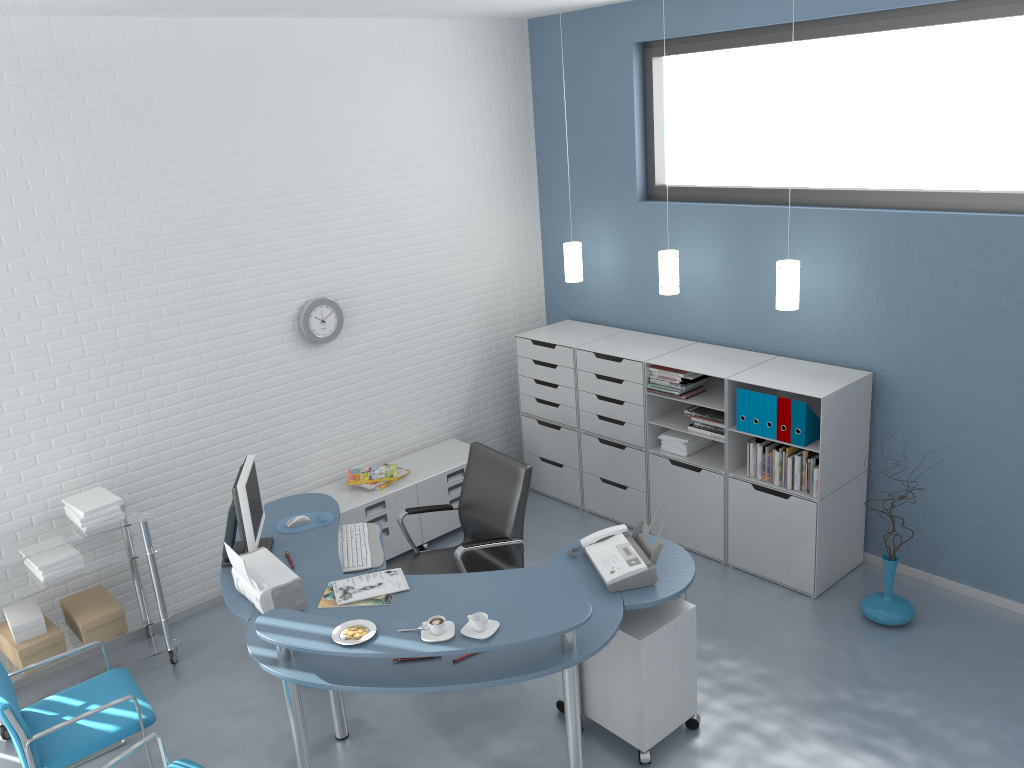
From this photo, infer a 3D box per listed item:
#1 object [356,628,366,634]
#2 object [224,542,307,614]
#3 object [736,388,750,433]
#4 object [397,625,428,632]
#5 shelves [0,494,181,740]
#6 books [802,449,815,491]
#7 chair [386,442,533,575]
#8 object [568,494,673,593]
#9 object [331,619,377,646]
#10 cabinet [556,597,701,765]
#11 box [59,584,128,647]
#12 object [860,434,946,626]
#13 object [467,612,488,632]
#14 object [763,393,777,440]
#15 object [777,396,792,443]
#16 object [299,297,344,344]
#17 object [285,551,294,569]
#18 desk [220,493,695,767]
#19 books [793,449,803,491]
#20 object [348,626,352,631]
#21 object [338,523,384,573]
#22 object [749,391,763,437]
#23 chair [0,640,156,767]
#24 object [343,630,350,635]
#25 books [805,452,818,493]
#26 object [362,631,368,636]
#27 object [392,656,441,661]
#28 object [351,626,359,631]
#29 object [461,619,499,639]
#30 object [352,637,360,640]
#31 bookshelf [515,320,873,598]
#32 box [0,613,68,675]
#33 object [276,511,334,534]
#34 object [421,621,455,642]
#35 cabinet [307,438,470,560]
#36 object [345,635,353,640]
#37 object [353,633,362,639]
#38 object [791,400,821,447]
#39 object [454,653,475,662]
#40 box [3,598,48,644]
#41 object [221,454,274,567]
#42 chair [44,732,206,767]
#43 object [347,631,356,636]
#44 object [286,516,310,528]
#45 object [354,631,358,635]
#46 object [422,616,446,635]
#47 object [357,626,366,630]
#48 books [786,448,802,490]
[{"bbox_3d":[-0.538,0.880,3.161,0.027,0.005,0.025,10,22,38],"label":"object"},{"bbox_3d":[-1.036,0.775,3.663,0.197,0.273,0.392,-17,21,-34],"label":"object"},{"bbox_3d":[1.327,0.123,4.896,0.181,0.247,0.082,-19,23,-39],"label":"object"},{"bbox_3d":[-0.352,0.868,3.151,0.119,0.021,0.025,-3,18,6],"label":"object"},{"bbox_3d":[-2.210,1.130,4.395,0.896,0.848,0.441,-19,22,-38],"label":"shelves"},{"bbox_3d":[1.595,0.443,4.732,0.138,0.229,0.032,-19,23,-39],"label":"books"},{"bbox_3d":[-0.266,0.881,4.545,0.652,0.948,0.584,-16,21,-34],"label":"chair"},{"bbox_3d":[0.465,0.635,3.734,0.399,0.280,0.405,-8,18,-10],"label":"object"},{"bbox_3d":[-0.561,0.887,3.155,0.162,0.011,0.162,-4,17,1],"label":"object"},{"bbox_3d":[0.497,1.212,3.888,0.383,0.605,0.559,-18,22,-37],"label":"cabinet"},{"bbox_3d":[-2.107,1.165,4.467,0.207,0.133,0.347,-19,22,-38],"label":"box"},{"bbox_3d":[1.926,0.748,4.400,0.357,0.972,0.312,3,19,23],"label":"object"},{"bbox_3d":[-0.116,0.838,3.122,0.062,0.049,0.078,-10,18,-19],"label":"object"},{"bbox_3d":[1.439,0.152,4.776,0.181,0.247,0.082,-19,23,-39],"label":"object"},{"bbox_3d":[1.495,0.167,4.716,0.181,0.247,0.082,-19,23,-39],"label":"object"},{"bbox_3d":[-1.141,-0.381,5.322,0.279,0.277,0.041,-19,23,-39],"label":"object"},{"bbox_3d":[-1.005,0.798,4.015,0.013,0.013,0.178,-12,19,-22],"label":"object"},{"bbox_3d":[-0.430,1.138,3.849,2.282,0.900,1.402,3,19,23],"label":"desk"},{"bbox_3d":[1.565,0.451,4.756,0.157,0.203,0.040,-19,23,-39],"label":"books"},{"bbox_3d":[-0.575,0.879,3.188,0.027,0.005,0.025,1,18,16],"label":"object"},{"bbox_3d":[-0.759,0.774,4.238,0.276,0.028,0.478,-7,18,-9],"label":"object"},{"bbox_3d":[1.383,0.137,4.836,0.181,0.247,0.082,-19,23,-39],"label":"object"},{"bbox_3d":[-1.798,1.407,3.651,0.543,0.707,0.542,-17,21,-34],"label":"chair"},{"bbox_3d":[-0.589,0.887,3.165,0.027,0.005,0.025,-4,17,1],"label":"object"},{"bbox_3d":[1.608,0.464,4.711,0.157,0.198,0.022,-19,23,-39],"label":"books"},{"bbox_3d":[-0.526,0.885,3.155,0.025,0.005,0.027,9,22,36],"label":"object"},{"bbox_3d":[-0.346,0.996,3.228,0.178,0.013,0.013,-5,17,-2],"label":"object"},{"bbox_3d":[-0.563,0.876,3.180,0.025,0.005,0.027,-3,17,5],"label":"object"},{"bbox_3d":[-0.112,0.863,3.123,0.119,0.016,0.119,5,20,26],"label":"object"},{"bbox_3d":[-0.549,0.894,3.132,0.025,0.005,0.027,2,19,20],"label":"object"},{"bbox_3d":[1.019,0.344,5.600,0.521,1.141,2.294,-19,23,-39],"label":"bookshelf"},{"bbox_3d":[-2.324,1.240,4.283,0.347,0.133,0.207,12,24,42],"label":"box"},{"bbox_3d":[-1.032,0.672,4.403,0.285,0.026,0.213,-13,20,-26],"label":"object"},{"bbox_3d":[-0.260,0.875,3.122,0.119,0.016,0.119,-5,17,-3],"label":"object"},{"bbox_3d":[-0.708,0.796,5.701,1.259,0.484,0.447,-19,23,-39],"label":"cabinet"},{"bbox_3d":[-0.578,0.895,3.136,0.027,0.005,0.025,-6,17,-4],"label":"object"},{"bbox_3d":[-0.546,0.889,3.133,0.025,0.005,0.027,5,20,27],"label":"object"},{"bbox_3d":[1.551,0.181,4.655,0.181,0.247,0.082,-19,23,-39],"label":"object"},{"bbox_3d":[-0.122,0.975,3.246,0.200,0.010,0.011,-15,20,-30],"label":"object"},{"bbox_3d":[-2.332,1.134,4.250,0.139,0.090,0.234,-17,21,-34],"label":"box"},{"bbox_3d":[-1.241,0.589,4.062,0.212,0.417,0.365,-7,18,-7],"label":"object"},{"bbox_3d":[-1.189,1.551,3.046,0.542,0.707,0.543,7,21,32],"label":"chair"},{"bbox_3d":[-0.571,0.886,3.150,0.025,0.005,0.027,-17,21,-34],"label":"object"},{"bbox_3d":[-1.056,0.673,4.378,0.115,0.035,0.054,-14,20,-29],"label":"object"},{"bbox_3d":[-0.556,0.885,3.162,0.027,0.005,0.025,7,21,33],"label":"object"},{"bbox_3d":[-0.268,0.851,3.120,0.078,0.049,0.062,9,22,37],"label":"object"},{"bbox_3d":[-0.541,0.877,3.184,0.027,0.005,0.025,1,18,16],"label":"object"},{"bbox_3d":[1.536,0.456,4.779,0.173,0.184,0.032,-19,23,-39],"label":"books"}]
